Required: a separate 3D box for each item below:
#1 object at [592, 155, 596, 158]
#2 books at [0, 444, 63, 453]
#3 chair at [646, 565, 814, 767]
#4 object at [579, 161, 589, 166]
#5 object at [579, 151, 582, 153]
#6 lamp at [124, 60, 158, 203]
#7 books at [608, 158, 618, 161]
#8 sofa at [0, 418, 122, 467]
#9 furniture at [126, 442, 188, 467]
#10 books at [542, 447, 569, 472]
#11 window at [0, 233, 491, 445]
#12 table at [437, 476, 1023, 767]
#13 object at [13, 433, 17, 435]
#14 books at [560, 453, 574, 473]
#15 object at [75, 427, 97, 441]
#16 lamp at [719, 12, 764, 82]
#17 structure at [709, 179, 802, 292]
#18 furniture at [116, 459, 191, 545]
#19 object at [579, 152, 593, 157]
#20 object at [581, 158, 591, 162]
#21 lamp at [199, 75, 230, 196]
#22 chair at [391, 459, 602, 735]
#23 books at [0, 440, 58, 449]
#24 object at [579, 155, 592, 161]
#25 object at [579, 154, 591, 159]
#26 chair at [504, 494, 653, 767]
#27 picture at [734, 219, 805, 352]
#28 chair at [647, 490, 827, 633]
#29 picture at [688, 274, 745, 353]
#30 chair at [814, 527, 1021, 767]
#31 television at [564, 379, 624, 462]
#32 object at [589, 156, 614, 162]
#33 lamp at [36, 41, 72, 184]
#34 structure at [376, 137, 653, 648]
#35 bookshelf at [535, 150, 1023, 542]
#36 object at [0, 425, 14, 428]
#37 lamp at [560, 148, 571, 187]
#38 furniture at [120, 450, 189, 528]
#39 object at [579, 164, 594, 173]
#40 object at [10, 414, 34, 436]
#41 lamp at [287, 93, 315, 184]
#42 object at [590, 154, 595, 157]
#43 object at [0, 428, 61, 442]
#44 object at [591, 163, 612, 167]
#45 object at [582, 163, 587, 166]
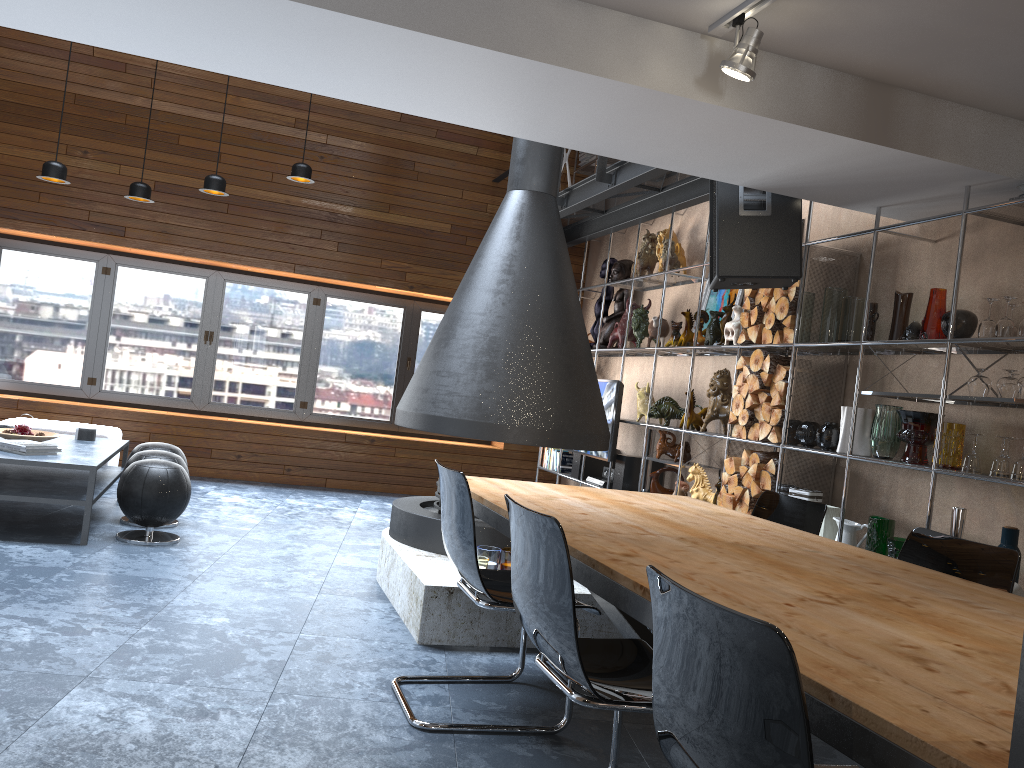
[{"bbox_3d":[0.895,-2.140,8.400,0.228,0.016,0.182,7,-1,-18],"label":"object"},{"bbox_3d":[-2.754,0.357,5.036,0.299,0.021,0.239,7,-1,24],"label":"books"},{"bbox_3d":[0.470,0.760,1.450,0.599,0.825,0.527,7,-1,-18],"label":"chair"},{"bbox_3d":[0.792,-2.135,8.662,0.243,0.012,0.159,7,-1,-18],"label":"object"},{"bbox_3d":[0.806,-2.260,8.664,0.246,0.016,0.182,7,-1,-18],"label":"object"},{"bbox_3d":[-2.650,-2.367,6.611,0.210,2.003,0.210,7,-1,20],"label":"lamp"},{"bbox_3d":[0.982,-2.070,8.118,0.234,0.016,0.182,7,-1,-18],"label":"books"},{"bbox_3d":[-3.791,0.348,5.587,2.204,0.693,4.035,7,-1,-18],"label":"sofa"},{"bbox_3d":[-2.452,0.633,6.105,0.402,0.462,0.401,7,-1,22],"label":"furniture"},{"bbox_3d":[0.441,0.723,8.506,0.139,0.208,0.461,7,-1,-18],"label":"books"},{"bbox_3d":[-2.897,-0.415,8.458,5.935,1.522,0.101,7,-1,-17],"label":"window"},{"bbox_3d":[1.122,0.784,1.050,1.185,0.928,5.999,7,-1,-18],"label":"table"},{"bbox_3d":[-2.980,0.316,5.323,0.048,0.039,0.039,7,-1,-21],"label":"object"},{"bbox_3d":[0.517,0.742,8.312,0.138,0.185,0.081,7,-1,-18],"label":"books"},{"bbox_3d":[-2.881,0.338,5.994,0.126,0.081,0.126,6,-1,45],"label":"object"},{"bbox_3d":[0.780,-1.155,3.020,0.127,0.242,0.127,7,-1,-7],"label":"lamp"},{"bbox_3d":[1.286,-0.867,4.708,0.506,0.744,0.460,7,-1,8],"label":"structure"},{"bbox_3d":[-2.077,0.668,5.139,0.401,0.462,0.402,7,-1,-3],"label":"furniture"},{"bbox_3d":[0.802,-2.218,8.647,0.252,0.028,0.180,7,-1,-18],"label":"object"},{"bbox_3d":[0.807,-2.161,8.663,0.224,0.017,0.167,7,-1,-18],"label":"object"},{"bbox_3d":[-2.049,-2.340,6.459,0.210,1.911,0.210,7,-1,20],"label":"lamp"},{"bbox_3d":[-0.049,0.715,3.100,0.599,0.825,0.527,7,-1,-18],"label":"chair"},{"bbox_3d":[-2.737,0.339,4.995,0.265,0.017,0.210,7,-1,24],"label":"books"},{"bbox_3d":[0.801,-2.179,8.646,0.246,0.016,0.182,7,-1,-18],"label":"object"},{"bbox_3d":[0.803,-2.195,8.647,0.246,0.016,0.182,7,-1,-18],"label":"object"},{"bbox_3d":[0.210,0.737,2.275,0.599,0.825,0.527,7,-1,-18],"label":"chair"},{"bbox_3d":[1.698,-0.633,5.872,0.090,0.863,0.530,7,-1,-18],"label":"picture"},{"bbox_3d":[0.865,0.832,3.478,0.599,0.825,0.527,7,-1,-18],"label":"chair"},{"bbox_3d":[1.487,-0.532,6.402,0.136,0.626,0.544,7,-1,-18],"label":"picture"},{"bbox_3d":[1.124,0.855,2.653,0.599,0.825,0.527,7,-1,-18],"label":"chair"},{"bbox_3d":[0.673,0.278,7.383,0.115,0.638,1.075,7,-1,-17],"label":"television"},{"bbox_3d":[0.882,-2.109,8.412,0.262,0.025,0.176,7,-1,-18],"label":"object"},{"bbox_3d":[-3.005,-2.401,6.068,0.210,2.034,0.210,7,-1,20],"label":"lamp"},{"bbox_3d":[0.262,-1.685,4.747,1.197,5.700,1.689,7,-1,-18],"label":"structure"},{"bbox_3d":[2.376,-1.697,3.692,0.421,6.220,10.739,7,-1,-18],"label":"bookshelf"},{"bbox_3d":[-3.382,0.296,5.868,0.160,0.040,0.160,8,-1,-40],"label":"object"},{"bbox_3d":[0.481,-2.013,7.897,0.475,1.002,0.475,7,-1,6],"label":"lamp"},{"bbox_3d":[-2.262,0.651,5.615,0.402,0.462,0.401,7,-1,2],"label":"furniture"},{"bbox_3d":[0.788,-2.092,8.661,0.234,0.025,0.176,7,-1,-18],"label":"object"},{"bbox_3d":[-3.013,0.265,5.461,0.105,0.172,0.118,7,-1,35],"label":"object"},{"bbox_3d":[-1.520,-2.338,6.791,0.210,1.565,0.210,7,-1,20],"label":"lamp"},{"bbox_3d":[0.868,-2.158,8.416,0.203,0.013,0.161,7,-1,-18],"label":"object"},{"bbox_3d":[-3.000,0.327,5.458,0.395,0.061,0.395,7,-1,-25],"label":"object"},{"bbox_3d":[0.865,-2.079,8.414,0.201,0.012,0.161,7,-1,-18],"label":"object"},{"bbox_3d":[0.802,-2.122,8.674,0.218,0.013,0.161,7,-1,-18],"label":"object"}]
